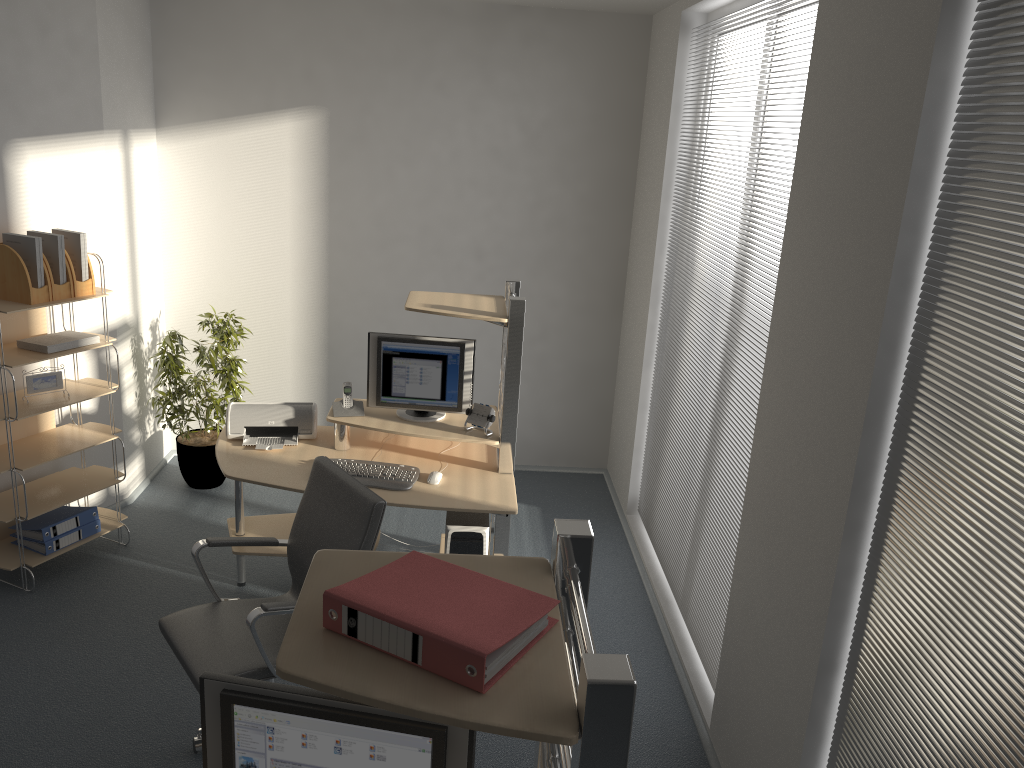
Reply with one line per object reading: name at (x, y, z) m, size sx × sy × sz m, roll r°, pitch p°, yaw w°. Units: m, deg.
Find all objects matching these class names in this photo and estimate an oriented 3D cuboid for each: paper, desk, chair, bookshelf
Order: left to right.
paper at (-2.269, -0.542, 4.122) m, size 0.213 × 0.297 × 0.045 m, roll 10°, pitch 18°, yaw 21°
bookshelf at (-2.295, 0.162, 4.373) m, size 0.381 × 1.572 × 0.724 m, roll 11°, pitch 18°, yaw 23°
paper at (-2.219, -0.571, 4.231) m, size 0.213 × 0.297 × 0.045 m, roll 11°, pitch 18°, yaw 23°
paper at (-2.220, -0.208, 4.347) m, size 0.213 × 0.046 × 0.297 m, roll 11°, pitch 18°, yaw 23°
paper at (-2.160, -0.598, 4.338) m, size 0.213 × 0.297 × 0.045 m, roll 12°, pitch 18°, yaw 26°
desk at (-0.605, 1.124, 1.514) m, size 1.469 × 1.566 × 0.967 m, roll 3°, pitch 17°, yaw -3°
chair at (-0.867, 0.877, 3.194) m, size 0.652 × 1.048 × 0.584 m, roll -9°, pitch 21°, yaw -36°
desk at (-0.723, 0.321, 4.188) m, size 1.469 × 1.566 × 0.967 m, roll 3°, pitch 17°, yaw -3°

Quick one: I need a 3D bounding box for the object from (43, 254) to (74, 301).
object at (-2.227, -0.547, 4.218) m, size 0.243 × 0.259 × 0.113 m, roll 11°, pitch 18°, yaw 23°

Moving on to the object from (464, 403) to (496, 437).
object at (-0.148, 0.165, 4.218) m, size 0.154 × 0.135 × 0.093 m, roll 14°, pitch 20°, yaw 32°

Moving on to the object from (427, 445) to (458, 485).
object at (-0.302, 0.360, 4.355) m, size 0.168 × 0.088 × 0.742 m, roll 3°, pitch 17°, yaw -1°

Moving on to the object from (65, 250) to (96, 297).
object at (-2.170, -0.575, 4.325) m, size 0.243 × 0.259 × 0.113 m, roll 12°, pitch 18°, yaw 26°

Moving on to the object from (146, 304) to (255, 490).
object at (-1.880, 0.092, 5.467) m, size 0.544 × 1.147 × 0.644 m, roll 11°, pitch 18°, yaw 24°

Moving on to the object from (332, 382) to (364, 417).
object at (-0.808, 0.070, 4.366) m, size 0.150 × 0.151 × 0.119 m, roll -1°, pitch 17°, yaw -17°

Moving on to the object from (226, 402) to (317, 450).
object at (-1.189, 0.200, 4.383) m, size 0.438 × 0.162 × 0.351 m, roll 0°, pitch 17°, yaw -11°

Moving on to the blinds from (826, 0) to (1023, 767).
blinds at (1.033, 0.539, 1.414) m, size 0.022 × 2.770 × 1.950 m, roll 3°, pitch 17°, yaw -3°

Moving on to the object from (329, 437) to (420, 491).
object at (-0.642, 0.355, 4.308) m, size 0.478 × 0.082 × 0.814 m, roll 5°, pitch 17°, yaw 4°

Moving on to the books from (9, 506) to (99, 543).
books at (-2.333, 0.696, 4.518) m, size 0.263 × 0.100 × 0.320 m, roll 11°, pitch 18°, yaw 24°

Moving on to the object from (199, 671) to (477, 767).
object at (-0.312, 0.750, 1.720) m, size 0.516 × 0.418 × 0.245 m, roll 9°, pitch 17°, yaw 18°

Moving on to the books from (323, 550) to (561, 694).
books at (-0.118, 0.387, 1.538) m, size 0.320 × 0.072 × 0.262 m, roll 13°, pitch 19°, yaw 27°

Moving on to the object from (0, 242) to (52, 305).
object at (-2.277, -0.518, 4.109) m, size 0.243 × 0.259 × 0.113 m, roll 10°, pitch 18°, yaw 21°

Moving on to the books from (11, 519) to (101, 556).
books at (-2.328, 0.751, 4.529) m, size 0.262 × 0.072 × 0.320 m, roll 11°, pitch 18°, yaw 24°

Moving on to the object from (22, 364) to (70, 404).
object at (-2.267, -0.005, 4.305) m, size 0.077 × 0.161 × 0.192 m, roll 18°, pitch 22°, yaw 40°

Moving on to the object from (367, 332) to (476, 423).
object at (-0.432, -0.046, 4.372) m, size 0.516 × 0.418 × 0.245 m, roll 7°, pitch 17°, yaw 11°

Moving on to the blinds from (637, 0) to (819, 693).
blinds at (0.913, -0.266, 4.095) m, size 0.037 × 2.749 × 1.950 m, roll 3°, pitch 17°, yaw -3°

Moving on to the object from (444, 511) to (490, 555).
object at (-0.223, 0.783, 4.268) m, size 0.199 × 0.422 × 0.471 m, roll 3°, pitch 17°, yaw -3°
